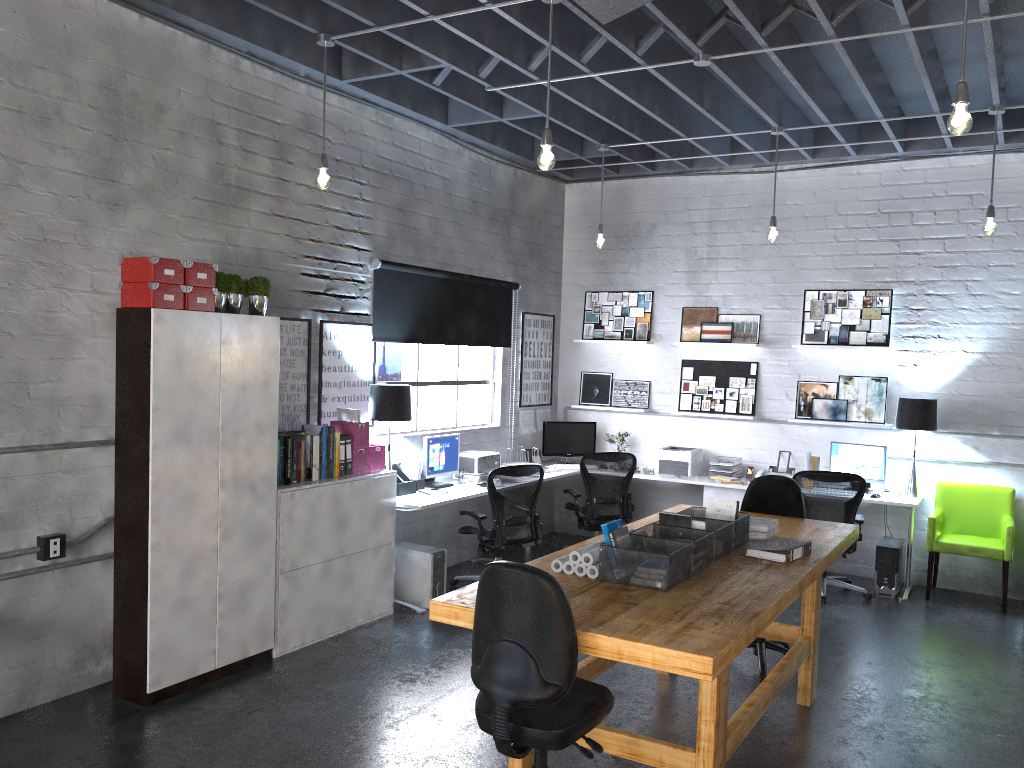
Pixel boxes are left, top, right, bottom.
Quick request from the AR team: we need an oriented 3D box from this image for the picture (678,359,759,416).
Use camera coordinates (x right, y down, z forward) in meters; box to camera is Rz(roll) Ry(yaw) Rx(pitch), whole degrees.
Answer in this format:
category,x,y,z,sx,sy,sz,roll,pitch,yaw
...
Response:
category,x,y,z,sx,sy,sz,roll,pitch,yaw
picture,1.962,0.028,8.466,0.749,0.504,0.058,3,3,30

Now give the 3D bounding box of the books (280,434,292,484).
category,x,y,z,sx,sy,sz,roll,pitch,yaw
books,-1.455,0.467,5.553,0.182,0.302,0.034,3,3,30

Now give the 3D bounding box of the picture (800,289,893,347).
category,x,y,z,sx,sy,sz,roll,pitch,yaw
picture,2.960,-0.587,7.863,0.749,0.504,0.058,3,3,30

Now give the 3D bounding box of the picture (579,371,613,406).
category,x,y,z,sx,sy,sz,roll,pitch,yaw
picture,0.862,0.050,9.119,0.355,0.343,0.042,3,3,30

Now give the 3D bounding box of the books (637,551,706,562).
category,x,y,z,sx,sy,sz,roll,pitch,yaw
books,0.738,0.772,4.090,0.250,0.022,0.205,3,2,35

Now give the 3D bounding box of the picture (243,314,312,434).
category,x,y,z,sx,sy,sz,roll,pitch,yaw
picture,-1.546,-0.051,5.845,0.020,0.781,0.606,4,3,30

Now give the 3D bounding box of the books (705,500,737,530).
category,x,y,z,sx,sy,sz,roll,pitch,yaw
books,1.101,0.728,4.703,0.158,0.200,0.082,3,3,30

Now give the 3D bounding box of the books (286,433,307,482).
category,x,y,z,sx,sy,sz,roll,pitch,yaw
books,-1.380,0.467,5.650,0.159,0.299,0.026,3,3,30

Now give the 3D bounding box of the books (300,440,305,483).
category,x,y,z,sx,sy,sz,roll,pitch,yaw
books,-1.386,0.484,5.624,0.161,0.266,0.027,3,3,30

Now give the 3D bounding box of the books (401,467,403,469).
category,x,y,z,sx,sy,sz,roll,pitch,yaw
books,-0.831,0.738,6.892,0.133,0.176,0.009,3,3,25

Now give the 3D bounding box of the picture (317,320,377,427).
category,x,y,z,sx,sy,sz,roll,pitch,yaw
picture,-1.192,-0.061,6.451,0.020,0.781,0.606,4,3,30

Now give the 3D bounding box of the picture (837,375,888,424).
category,x,y,z,sx,sy,sz,roll,pitch,yaw
picture,3.084,0.135,7.820,0.409,0.409,0.047,3,3,30

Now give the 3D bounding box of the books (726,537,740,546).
category,x,y,z,sx,sy,sz,roll,pitch,yaw
books,1.029,0.807,4.581,0.249,0.031,0.184,3,2,32

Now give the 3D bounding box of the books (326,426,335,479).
category,x,y,z,sx,sy,sz,roll,pitch,yaw
books,-1.267,0.444,5.850,0.197,0.339,0.065,3,3,30

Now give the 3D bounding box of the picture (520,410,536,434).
category,x,y,z,sx,sy,sz,roll,pitch,yaw
picture,0.159,0.375,8.798,0.036,0.221,0.289,4,3,30

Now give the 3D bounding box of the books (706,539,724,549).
category,x,y,z,sx,sy,sz,roll,pitch,yaw
books,0.902,0.780,4.388,0.248,0.021,0.176,3,2,30

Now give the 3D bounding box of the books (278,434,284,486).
category,x,y,z,sx,sy,sz,roll,pitch,yaw
books,-1.495,0.464,5.482,0.180,0.310,0.060,3,3,30

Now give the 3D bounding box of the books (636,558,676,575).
category,x,y,z,sx,sy,sz,roll,pitch,yaw
books,0.620,0.782,3.794,0.127,0.022,0.181,3,2,25

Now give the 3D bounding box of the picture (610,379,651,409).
category,x,y,z,sx,sy,sz,roll,pitch,yaw
picture,1.191,0.100,8.925,0.409,0.277,0.036,3,3,30

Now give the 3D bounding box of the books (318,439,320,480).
category,x,y,z,sx,sy,sz,roll,pitch,yaw
books,-1.316,0.482,5.762,0.161,0.266,0.027,3,3,30

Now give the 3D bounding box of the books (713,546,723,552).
category,x,y,z,sx,sy,sz,roll,pitch,yaw
books,0.901,0.800,4.389,0.248,0.021,0.176,3,2,30

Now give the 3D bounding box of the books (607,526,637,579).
category,x,y,z,sx,sy,sz,roll,pitch,yaw
books,0.486,0.732,3.846,0.097,0.209,0.157,4,3,30

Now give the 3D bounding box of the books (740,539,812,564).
category,x,y,z,sx,sy,sz,roll,pitch,yaw
books,1.307,0.813,4.389,0.244,0.067,0.298,4,3,40

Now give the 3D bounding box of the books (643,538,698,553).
category,x,y,z,sx,sy,sz,roll,pitch,yaw
books,0.728,0.747,4.091,0.232,0.027,0.184,2,2,2

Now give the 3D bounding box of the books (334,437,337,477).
category,x,y,z,sx,sy,sz,roll,pitch,yaw
books,-1.236,0.480,5.888,0.161,0.266,0.026,3,3,30

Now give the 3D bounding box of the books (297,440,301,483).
category,x,y,z,sx,sy,sz,roll,pitch,yaw
books,-1.402,0.485,5.602,0.161,0.266,0.026,3,3,30

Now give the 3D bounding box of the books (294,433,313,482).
category,x,y,z,sx,sy,sz,roll,pitch,yaw
books,-1.357,0.470,5.685,0.170,0.294,0.057,3,3,30

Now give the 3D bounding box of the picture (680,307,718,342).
category,x,y,z,sx,sy,sz,roll,pitch,yaw
picture,1.802,-0.569,8.549,0.355,0.343,0.042,3,3,30

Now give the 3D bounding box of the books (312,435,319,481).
category,x,y,z,sx,sy,sz,roll,pitch,yaw
books,-1.329,0.473,5.728,0.174,0.286,0.045,3,3,30

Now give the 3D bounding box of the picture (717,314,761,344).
category,x,y,z,sx,sy,sz,roll,pitch,yaw
picture,2.131,-0.518,8.355,0.409,0.277,0.036,3,3,30

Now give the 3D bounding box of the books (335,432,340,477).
category,x,y,z,sx,sy,sz,roll,pitch,yaw
books,-1.218,0.464,5.907,0.159,0.299,0.026,3,3,30

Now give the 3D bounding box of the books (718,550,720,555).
category,x,y,z,sx,sy,sz,roll,pitch,yaw
books,0.901,0.820,4.390,0.248,0.021,0.176,3,2,31

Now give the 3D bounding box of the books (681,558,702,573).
category,x,y,z,sx,sy,sz,roll,pitch,yaw
books,0.734,0.821,4.092,0.250,0.031,0.185,3,2,27

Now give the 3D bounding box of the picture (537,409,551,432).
category,x,y,z,sx,sy,sz,roll,pitch,yaw
picture,0.335,0.370,9.098,0.036,0.221,0.289,4,3,30

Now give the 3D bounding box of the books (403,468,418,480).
category,x,y,z,sx,sy,sz,roll,pitch,yaw
books,-0.789,0.741,6.864,0.134,0.176,0.020,3,3,30

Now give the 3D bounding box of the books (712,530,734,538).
category,x,y,z,sx,sy,sz,roll,pitch,yaw
books,1.019,0.780,4.578,0.233,0.022,0.184,3,2,28

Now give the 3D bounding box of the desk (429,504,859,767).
category,x,y,z,sx,sy,sz,roll,pitch,yaw
desk,0.862,1.297,4.368,1.114,0.927,2.831,3,3,30

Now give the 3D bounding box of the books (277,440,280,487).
category,x,y,z,sx,sy,sz,roll,pitch,yaw
books,-1.502,0.478,5.425,0.174,0.286,0.045,3,3,30

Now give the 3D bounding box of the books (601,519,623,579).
category,x,y,z,sx,sy,sz,roll,pitch,yaw
books,0.466,0.718,3.874,0.108,0.234,0.166,4,3,30

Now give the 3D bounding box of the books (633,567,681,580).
category,x,y,z,sx,sy,sz,roll,pitch,yaw
books,0.625,0.804,3.797,0.141,0.021,0.203,3,2,31

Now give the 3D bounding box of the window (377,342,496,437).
category,x,y,z,sx,sy,sz,roll,pitch,yaw
window,-0.627,-0.209,7.590,0.030,1.221,1.821,4,3,30

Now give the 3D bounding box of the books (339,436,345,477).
category,x,y,z,sx,sy,sz,roll,pitch,yaw
books,-1.221,0.479,5.969,0.218,0.267,0.060,4,3,35

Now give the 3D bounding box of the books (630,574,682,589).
category,x,y,z,sx,sy,sz,roll,pitch,yaw
books,0.621,0.828,3.799,0.155,0.029,0.226,3,2,30

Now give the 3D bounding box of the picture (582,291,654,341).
category,x,y,z,sx,sy,sz,roll,pitch,yaw
picture,1.063,-0.688,8.968,0.749,0.504,0.058,3,3,30

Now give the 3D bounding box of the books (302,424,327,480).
category,x,y,z,sx,sy,sz,roll,pitch,yaw
books,-1.294,0.441,5.795,0.176,0.346,0.053,3,3,30

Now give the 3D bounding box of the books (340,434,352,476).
category,x,y,z,sx,sy,sz,roll,pitch,yaw
books,-1.190,0.476,6.021,0.220,0.271,0.082,3,3,30

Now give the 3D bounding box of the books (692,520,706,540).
category,x,y,z,sx,sy,sz,roll,pitch,yaw
books,0.862,0.742,4.255,0.143,0.188,0.061,3,3,30

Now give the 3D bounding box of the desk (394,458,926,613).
category,x,y,z,sx,sy,sz,roll,pitch,yaw
desk,1.161,1.282,7.099,3.573,0.786,3.297,3,2,30

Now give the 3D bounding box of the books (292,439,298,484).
category,x,y,z,sx,sy,sz,roll,pitch,yaw
books,-1.425,0.480,5.578,0.167,0.275,0.037,3,3,30

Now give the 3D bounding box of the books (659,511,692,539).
category,x,y,z,sx,sy,sz,roll,pitch,yaw
books,0.787,0.725,4.262,0.157,0.214,0.063,3,3,30

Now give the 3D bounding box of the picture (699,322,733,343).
category,x,y,z,sx,sy,sz,roll,pitch,yaw
picture,1.945,-0.487,8.447,0.311,0.196,0.029,3,3,30

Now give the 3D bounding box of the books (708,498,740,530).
category,x,y,z,sx,sy,sz,roll,pitch,yaw
books,1.119,0.721,4.728,0.171,0.211,0.046,3,3,30

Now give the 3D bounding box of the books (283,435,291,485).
category,x,y,z,sx,sy,sz,roll,pitch,yaw
books,-1.453,0.468,5.512,0.182,0.302,0.034,3,3,30

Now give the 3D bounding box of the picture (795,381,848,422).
category,x,y,z,sx,sy,sz,roll,pitch,yaw
picture,2.789,0.151,7.983,0.451,0.345,0.054,3,3,30

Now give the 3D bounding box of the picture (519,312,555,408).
category,x,y,z,sx,sy,sz,roll,pitch,yaw
picture,0.257,-0.240,8.915,0.020,0.936,0.658,4,3,30
